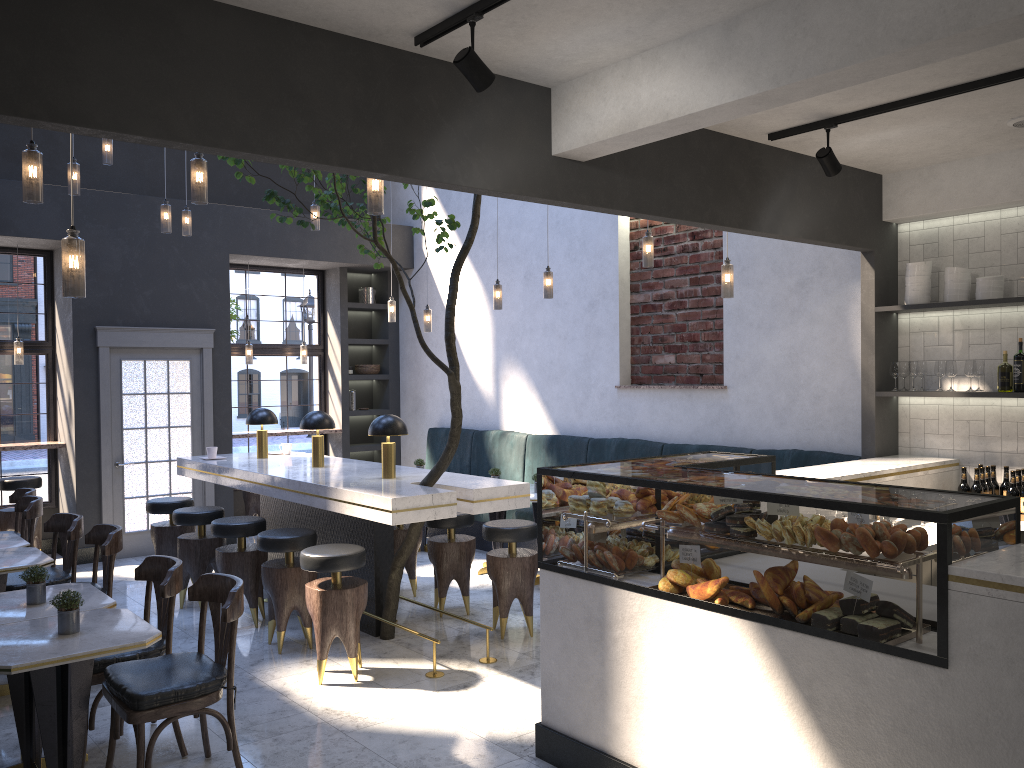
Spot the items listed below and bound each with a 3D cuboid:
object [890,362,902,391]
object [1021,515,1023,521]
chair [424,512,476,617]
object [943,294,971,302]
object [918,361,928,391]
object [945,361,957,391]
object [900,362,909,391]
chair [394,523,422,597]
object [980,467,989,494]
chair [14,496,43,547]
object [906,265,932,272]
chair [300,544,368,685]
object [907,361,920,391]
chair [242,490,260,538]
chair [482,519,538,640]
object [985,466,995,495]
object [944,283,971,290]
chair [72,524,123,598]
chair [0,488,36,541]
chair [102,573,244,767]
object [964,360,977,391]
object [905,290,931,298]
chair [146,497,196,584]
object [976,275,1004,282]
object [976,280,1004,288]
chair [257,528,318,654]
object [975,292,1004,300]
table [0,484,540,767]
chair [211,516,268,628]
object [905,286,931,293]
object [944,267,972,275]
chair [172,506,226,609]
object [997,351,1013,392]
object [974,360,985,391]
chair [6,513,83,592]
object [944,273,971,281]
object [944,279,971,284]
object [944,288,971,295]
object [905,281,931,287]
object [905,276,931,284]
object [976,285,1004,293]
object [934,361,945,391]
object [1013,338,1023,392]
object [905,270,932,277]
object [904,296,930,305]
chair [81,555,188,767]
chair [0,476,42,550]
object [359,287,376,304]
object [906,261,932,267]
[{"bbox_3d":[2.489,-0.049,5.755,0.070,0.188,0.070,0,1,42],"label":"object"},{"bbox_3d":[3.027,0.760,5.132,0.307,0.038,0.231,-1,1,-39],"label":"object"},{"bbox_3d":[-0.451,1.288,6.422,0.372,0.737,0.370,-1,1,4],"label":"chair"},{"bbox_3d":[2.780,-0.527,5.542,0.153,0.055,0.153,-1,1,13],"label":"object"},{"bbox_3d":[2.649,-0.051,5.732,0.070,0.188,0.070,0,1,42],"label":"object"},{"bbox_3d":[2.713,-0.049,5.480,0.070,0.188,0.070,0,1,42],"label":"object"},{"bbox_3d":[2.575,-0.051,5.824,0.070,0.188,0.070,0,1,42],"label":"object"},{"bbox_3d":[-0.893,1.288,6.967,0.372,0.737,0.370,-1,1,4],"label":"chair"},{"bbox_3d":[2.823,0.639,5.322,0.069,0.279,0.070,0,1,13],"label":"object"},{"bbox_3d":[-3.675,1.266,6.404,0.521,0.851,0.538,-1,1,-38],"label":"chair"},{"bbox_3d":[2.598,-0.719,5.663,0.153,0.067,0.153,-1,1,7],"label":"object"},{"bbox_3d":[-1.015,1.307,5.061,0.372,0.737,0.370,-1,1,4],"label":"chair"},{"bbox_3d":[2.564,-0.049,5.663,0.070,0.188,0.070,0,1,42],"label":"object"},{"bbox_3d":[-2.774,1.243,9.655,0.372,0.821,0.370,0,1,14],"label":"chair"},{"bbox_3d":[-0.009,1.288,5.877,0.372,0.737,0.370,-1,1,4],"label":"chair"},{"bbox_3d":[2.882,0.638,5.368,0.070,0.279,0.069,-1,1,-32],"label":"object"},{"bbox_3d":[2.784,-0.593,5.540,0.153,0.062,0.153,-1,1,-10],"label":"object"},{"bbox_3d":[-2.502,1.265,5.063,0.521,0.851,0.538,-1,1,-38],"label":"chair"},{"bbox_3d":[-3.987,1.265,6.897,0.521,0.851,0.497,-1,1,-40],"label":"chair"},{"bbox_3d":[-1.381,1.265,3.681,0.521,0.851,0.538,-1,1,-38],"label":"chair"},{"bbox_3d":[2.787,-0.049,5.388,0.070,0.188,0.070,-1,1,-25],"label":"object"},{"bbox_3d":[2.596,-0.562,5.672,0.153,0.074,0.154,-1,1,-36],"label":"object"},{"bbox_3d":[-2.783,1.307,7.241,0.372,0.737,0.370,-1,1,4],"label":"chair"},{"bbox_3d":[2.904,-0.625,5.386,0.153,0.075,0.154,0,1,18],"label":"object"},{"bbox_3d":[2.906,-0.593,5.389,0.153,0.062,0.153,-1,1,-10],"label":"object"},{"bbox_3d":[-1.424,1.307,5.635,0.372,0.737,0.370,-1,1,-12],"label":"chair"},{"bbox_3d":[2.902,-0.527,5.391,0.153,0.055,0.153,-1,1,13],"label":"object"},{"bbox_3d":[-1.485,1.294,6.273,4.599,0.751,4.830,-1,1,-39],"label":"table"},{"bbox_3d":[-1.891,1.307,6.157,0.372,0.737,0.370,-1,1,4],"label":"chair"},{"bbox_3d":[2.597,-0.592,5.671,0.153,0.062,0.153,-1,1,-10],"label":"object"},{"bbox_3d":[2.783,-0.690,5.533,0.154,0.076,0.153,-1,1,-18],"label":"object"},{"bbox_3d":[-2.351,1.308,6.676,0.372,0.737,0.370,0,1,42],"label":"chair"},{"bbox_3d":[3.258,-0.099,4.889,0.082,0.294,1.100,-1,1,-38],"label":"object"},{"bbox_3d":[2.872,-0.051,5.457,0.070,0.188,0.070,-1,1,-25],"label":"object"},{"bbox_3d":[-2.949,1.266,5.514,0.538,0.851,0.521,0,1,45],"label":"chair"},{"bbox_3d":[2.781,-0.655,5.535,0.153,0.060,0.153,0,1,33],"label":"object"},{"bbox_3d":[2.782,-0.625,5.537,0.153,0.075,0.154,0,1,18],"label":"object"},{"bbox_3d":[2.783,-0.563,5.541,0.153,0.074,0.154,-1,1,-36],"label":"object"},{"bbox_3d":[2.595,-0.624,5.668,0.153,0.075,0.154,0,1,18],"label":"object"},{"bbox_3d":[2.594,-0.654,5.666,0.153,0.060,0.153,0,1,33],"label":"object"},{"bbox_3d":[2.905,-0.563,5.390,0.153,0.074,0.154,-1,1,-36],"label":"object"},{"bbox_3d":[2.723,-0.051,5.640,0.070,0.188,0.070,0,1,42],"label":"object"},{"bbox_3d":[2.998,-0.111,5.228,0.072,0.319,0.072,0,1,35],"label":"object"},{"bbox_3d":[2.596,-0.689,5.663,0.154,0.076,0.153,-1,1,-18],"label":"object"},{"bbox_3d":[2.593,-0.526,5.673,0.153,0.055,0.153,-1,1,13],"label":"object"},{"bbox_3d":[-1.792,1.266,4.092,0.521,0.851,0.538,-1,1,-38],"label":"chair"},{"bbox_3d":[-4.542,1.276,8.192,0.370,0.821,0.372,0,1,14],"label":"chair"},{"bbox_3d":[-1.761,-1.071,10.810,0.214,0.215,0.213,-1,1,-30],"label":"object"},{"bbox_3d":[2.596,-0.751,5.659,0.153,0.070,0.153,-1,1,7],"label":"object"}]
